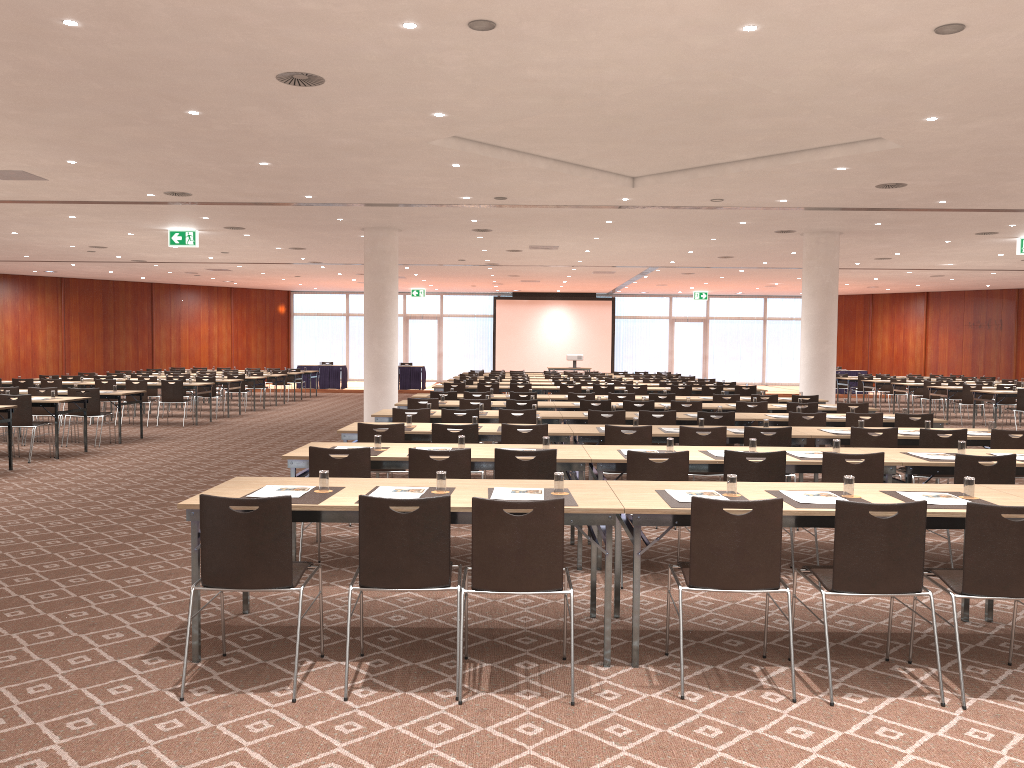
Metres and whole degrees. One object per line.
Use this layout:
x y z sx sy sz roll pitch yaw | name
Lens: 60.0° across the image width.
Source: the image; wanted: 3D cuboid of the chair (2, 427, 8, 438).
-7.491 0.592 12.453 0.535 0.940 0.613 1 3 0 | chair

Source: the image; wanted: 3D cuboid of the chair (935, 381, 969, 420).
10.841 0.388 21.812 0.535 0.940 0.613 0 3 -2 | chair

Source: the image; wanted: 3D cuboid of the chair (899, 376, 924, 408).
11.629 0.236 25.722 0.535 0.940 0.613 0 3 -1 | chair

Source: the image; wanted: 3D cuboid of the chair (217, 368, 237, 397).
-9.036 -0.053 27.957 0.535 0.940 0.613 0 3 -2 | chair

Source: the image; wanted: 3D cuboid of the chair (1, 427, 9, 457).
-7.496 0.592 12.453 0.535 0.940 0.613 0 3 -3 | chair

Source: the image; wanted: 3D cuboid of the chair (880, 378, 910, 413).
10.314 0.299 23.871 0.535 0.940 0.613 1 3 -1 | chair

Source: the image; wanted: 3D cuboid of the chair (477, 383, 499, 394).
-0.478 0.438 17.912 0.535 0.940 0.613 1 3 1 | chair

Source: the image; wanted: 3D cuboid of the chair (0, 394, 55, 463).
-6.829 0.601 12.407 0.535 0.940 0.613 1 3 3 | chair

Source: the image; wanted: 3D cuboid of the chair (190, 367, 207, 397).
-9.752 -0.058 27.901 0.535 0.940 0.613 0 3 -1 | chair

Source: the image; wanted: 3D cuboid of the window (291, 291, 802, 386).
1.893 -1.966 38.321 22.961 3.874 0.217 1 3 0 | window

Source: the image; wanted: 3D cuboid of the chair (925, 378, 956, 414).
11.502 0.313 23.807 0.535 0.940 0.613 0 3 -3 | chair

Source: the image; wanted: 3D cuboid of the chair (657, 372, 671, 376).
4.737 0.085 27.798 0.535 0.940 0.613 1 3 3 | chair

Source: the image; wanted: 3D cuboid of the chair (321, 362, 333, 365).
-6.766 -0.336 32.299 0.535 0.940 0.613 1 3 3 | chair

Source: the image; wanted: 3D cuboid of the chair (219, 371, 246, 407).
-7.524 0.127 23.896 0.535 0.940 0.613 1 3 2 | chair

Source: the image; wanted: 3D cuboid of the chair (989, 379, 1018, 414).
13.248 0.330 23.798 0.535 0.940 0.613 0 3 -2 | chair

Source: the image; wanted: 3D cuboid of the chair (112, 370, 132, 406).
-10.434 0.096 23.968 0.535 0.940 0.613 0 3 -2 | chair

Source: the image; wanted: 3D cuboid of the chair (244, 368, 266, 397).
-8.061 -0.038 27.812 0.535 0.940 0.613 0 3 -1 | chair

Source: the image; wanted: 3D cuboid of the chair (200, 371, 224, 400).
-8.147 0.118 23.958 0.535 0.940 0.613 1 3 1 | chair

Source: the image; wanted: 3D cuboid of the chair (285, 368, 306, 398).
-6.804 -0.026 27.806 0.535 0.940 0.613 1 3 1 | chair

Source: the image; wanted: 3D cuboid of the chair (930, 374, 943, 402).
13.208 0.167 27.793 0.535 0.940 0.613 0 3 -2 | chair

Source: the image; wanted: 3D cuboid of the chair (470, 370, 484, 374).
-1.084 0.027 27.860 0.535 0.940 0.613 1 3 3 | chair

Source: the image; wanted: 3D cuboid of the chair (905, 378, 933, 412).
10.906 0.310 23.728 0.535 0.940 0.613 1 3 1 | chair

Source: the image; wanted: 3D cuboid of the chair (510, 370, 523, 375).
0.140 0.040 27.820 0.535 0.940 0.613 0 3 -2 | chair

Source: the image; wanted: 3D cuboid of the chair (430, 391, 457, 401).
-1.098 0.575 14.378 0.535 0.940 0.613 1 3 0 | chair

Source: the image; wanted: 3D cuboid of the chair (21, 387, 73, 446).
-7.554 0.512 14.408 0.535 0.940 0.613 0 3 -2 | chair

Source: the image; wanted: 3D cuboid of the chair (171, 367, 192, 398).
-10.417 -0.061 27.823 0.535 0.940 0.613 0 3 -2 | chair

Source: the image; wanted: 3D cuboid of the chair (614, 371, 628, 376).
3.383 0.072 27.805 0.535 0.940 0.613 0 3 -1 | chair

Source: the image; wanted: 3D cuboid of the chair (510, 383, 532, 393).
0.174 0.447 17.833 0.535 0.940 0.613 1 3 1 | chair

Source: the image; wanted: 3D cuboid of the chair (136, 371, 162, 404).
-9.797 0.108 23.825 0.535 0.940 0.613 1 3 3 | chair

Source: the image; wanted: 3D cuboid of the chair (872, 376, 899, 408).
10.905 0.223 25.866 0.535 0.940 0.613 1 3 2 | chair

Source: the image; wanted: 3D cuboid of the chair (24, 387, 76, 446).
-7.505 0.513 14.408 0.535 0.940 0.613 1 3 1 | chair

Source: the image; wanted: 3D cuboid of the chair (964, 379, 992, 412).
12.591 0.321 23.861 0.535 0.940 0.613 1 3 2 | chair

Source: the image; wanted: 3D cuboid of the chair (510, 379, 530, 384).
0.176 0.363 19.907 0.535 0.940 0.613 1 3 1 | chair

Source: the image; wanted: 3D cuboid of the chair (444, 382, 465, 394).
-1.145 0.433 17.873 0.535 0.940 0.613 1 3 2 | chair

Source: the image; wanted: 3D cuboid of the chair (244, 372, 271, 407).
-6.836 0.137 23.811 0.535 0.940 0.613 1 3 2 | chair

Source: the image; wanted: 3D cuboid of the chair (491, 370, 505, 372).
-0.439 0.032 27.899 0.535 0.940 0.613 1 3 1 | chair

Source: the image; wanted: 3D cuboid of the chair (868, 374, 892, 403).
11.573 0.149 27.860 0.535 0.940 0.613 1 3 2 | chair

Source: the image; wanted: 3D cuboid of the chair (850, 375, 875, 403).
10.222 0.219 25.810 0.535 0.940 0.613 1 3 3 | chair

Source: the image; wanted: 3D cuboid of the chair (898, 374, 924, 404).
12.489 0.163 27.716 0.535 0.940 0.613 0 3 -2 | chair

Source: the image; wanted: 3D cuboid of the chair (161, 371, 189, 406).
-9.083 0.111 23.903 0.535 0.940 0.613 0 3 -3 | chair

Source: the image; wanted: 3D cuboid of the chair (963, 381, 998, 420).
11.482 0.397 21.728 0.535 0.940 0.613 0 3 -2 | chair

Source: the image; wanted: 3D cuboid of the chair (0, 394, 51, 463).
-6.874 0.600 12.407 0.535 0.940 0.613 1 3 -1 | chair

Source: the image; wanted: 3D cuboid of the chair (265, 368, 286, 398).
-7.453 -0.035 27.890 0.535 0.940 0.613 1 3 3 | chair

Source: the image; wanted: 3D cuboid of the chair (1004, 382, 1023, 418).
12.520 0.404 21.804 0.535 0.940 0.613 1 3 2 | chair

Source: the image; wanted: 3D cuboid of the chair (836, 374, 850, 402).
10.218 0.141 27.726 0.535 0.940 0.613 1 3 3 | chair

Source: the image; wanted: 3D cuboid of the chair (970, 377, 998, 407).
13.778 0.251 25.852 0.535 0.940 0.613 1 3 2 | chair

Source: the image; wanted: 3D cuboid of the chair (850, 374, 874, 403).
10.986 0.145 27.804 0.535 0.940 0.613 0 3 -2 | chair

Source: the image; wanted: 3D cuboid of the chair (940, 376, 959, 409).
12.598 0.242 25.799 0.535 0.940 0.613 0 3 -1 | chair

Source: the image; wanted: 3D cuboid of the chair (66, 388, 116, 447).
-6.800 0.523 14.331 0.535 0.940 0.613 1 3 -1 | chair

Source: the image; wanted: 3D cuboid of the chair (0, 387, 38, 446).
-8.157 0.505 14.453 0.535 0.940 0.613 1 3 -1 | chair

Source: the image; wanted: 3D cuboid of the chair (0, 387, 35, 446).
-8.223 0.504 14.454 0.535 0.940 0.613 1 3 3 | chair

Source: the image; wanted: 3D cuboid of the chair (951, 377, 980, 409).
13.170 0.251 25.715 0.535 0.940 0.613 1 3 0 | chair

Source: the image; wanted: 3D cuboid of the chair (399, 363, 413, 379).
-3.867 -0.308 32.286 0.535 0.940 0.613 1 3 3 | chair

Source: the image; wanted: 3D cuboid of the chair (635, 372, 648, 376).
4.037 0.076 27.878 0.535 0.940 0.613 1 3 -1 | chair

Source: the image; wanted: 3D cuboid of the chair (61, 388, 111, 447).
-6.880 0.522 14.331 0.535 0.940 0.613 0 3 -2 | chair

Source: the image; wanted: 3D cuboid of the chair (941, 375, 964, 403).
13.816 0.176 27.710 0.535 0.940 0.613 1 3 0 | chair
